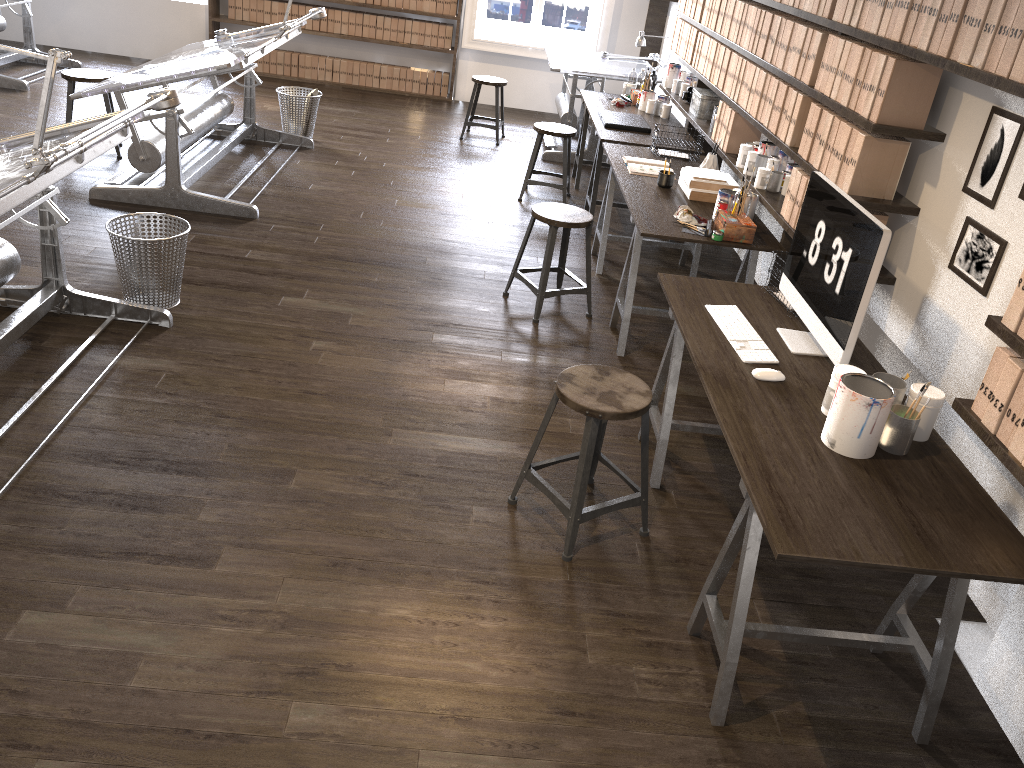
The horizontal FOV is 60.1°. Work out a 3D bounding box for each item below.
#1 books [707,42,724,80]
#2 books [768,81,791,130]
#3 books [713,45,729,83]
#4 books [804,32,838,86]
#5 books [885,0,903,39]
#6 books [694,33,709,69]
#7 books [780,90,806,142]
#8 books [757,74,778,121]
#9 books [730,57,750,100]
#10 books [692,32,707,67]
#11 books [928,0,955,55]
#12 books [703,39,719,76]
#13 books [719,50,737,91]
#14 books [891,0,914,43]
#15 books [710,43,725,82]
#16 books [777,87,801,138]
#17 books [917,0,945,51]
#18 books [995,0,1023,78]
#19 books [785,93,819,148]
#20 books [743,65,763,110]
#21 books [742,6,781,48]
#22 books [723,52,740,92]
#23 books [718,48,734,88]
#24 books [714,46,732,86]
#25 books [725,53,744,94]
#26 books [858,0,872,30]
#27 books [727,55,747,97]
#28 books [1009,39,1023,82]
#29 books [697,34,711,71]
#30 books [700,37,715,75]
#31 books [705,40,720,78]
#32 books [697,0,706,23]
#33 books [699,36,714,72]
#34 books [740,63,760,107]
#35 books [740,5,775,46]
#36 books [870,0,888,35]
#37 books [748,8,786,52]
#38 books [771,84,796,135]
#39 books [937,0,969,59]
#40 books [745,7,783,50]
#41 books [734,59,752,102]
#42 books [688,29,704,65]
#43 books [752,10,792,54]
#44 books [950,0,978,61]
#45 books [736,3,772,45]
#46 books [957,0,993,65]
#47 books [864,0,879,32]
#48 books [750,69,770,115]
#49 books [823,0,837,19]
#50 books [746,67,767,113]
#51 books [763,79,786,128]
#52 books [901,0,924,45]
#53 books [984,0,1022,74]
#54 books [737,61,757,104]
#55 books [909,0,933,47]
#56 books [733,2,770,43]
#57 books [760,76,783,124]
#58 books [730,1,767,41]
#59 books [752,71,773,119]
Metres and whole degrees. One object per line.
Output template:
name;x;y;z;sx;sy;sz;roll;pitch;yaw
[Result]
books;1.313;-1.976;5.447;0.174;0.221;0.068;7;26;-4
books;1.332;-1.303;4.191;0.174;0.221;0.068;7;26;-4
books;1.320;-1.908;5.323;0.174;0.221;0.068;7;26;-4
books;1.364;-1.370;3.772;0.174;0.221;0.068;7;26;-4
books;1.412;-1.291;3.043;0.174;0.221;0.068;7;26;-4
books;1.313;-2.174;5.818;0.174;0.221;0.068;7;26;-4
books;1.329;-1.195;3.988;0.174;0.221;0.068;7;26;-4
books;1.329;-1.405;4.383;0.174;0.221;0.068;7;26;-4
books;1.319;-1.672;4.879;0.174;0.221;0.068;7;26;-4
books;1.309;-2.209;5.883;0.174;0.221;0.068;7;26;-4
books;1.417;-1.123;2.731;0.174;0.221;0.068;7;26;-4
books;1.315;-2.038;5.564;0.174;0.221;0.068;7;26;-4
books;1.317;-1.804;5.127;0.174;0.221;0.068;7;26;-4
books;1.408;-1.259;2.983;0.174;0.221;0.068;7;26;-4
books;1.320;-1.943;5.386;0.174;0.221;0.068;7;26;-4
books;1.333;-1.231;4.057;0.174;0.221;0.068;7;26;-4
books;1.411;-1.158;2.795;0.174;0.221;0.068;7;26;-4
books;1.419;-0.918;2.347;0.174;0.221;0.068;7;26;-4
books;1.331;-1.157;3.918;0.174;0.221;0.068;7;26;-4
books;1.322;-1.536;4.625;0.174;0.221;0.068;7;26;-4
books;1.357;-1.906;4.776;0.174;0.221;0.068;7;26;-4
books;1.323;-1.768;5.061;0.174;0.221;0.068;7;26;-4
books;1.322;-1.840;5.195;0.174;0.221;0.068;7;26;-4
books;1.317;-1.875;5.259;0.174;0.221;0.068;7;26;-4
books;1.322;-1.737;5.001;0.174;0.221;0.068;7;26;-4
books;1.412;-1.423;3.292;0.174;0.221;0.068;7;26;-4
books;1.318;-1.707;4.944;0.174;0.221;0.068;7;26;-4
books;1.419;-0.882;2.279;0.174;0.221;0.068;7;26;-4
books;1.317;-2.140;5.755;0.174;0.221;0.068;7;26;-4
books;1.313;-2.073;5.629;0.174;0.221;0.068;7;26;-4
books;1.317;-2.007;5.507;0.174;0.221;0.068;7;26;-4
books;1.344;-2.507;5.883;0.174;0.221;0.068;7;26;-4
books;1.316;-2.106;5.692;0.174;0.221;0.068;7;26;-4
books;1.326;-1.569;4.689;0.174;0.221;0.068;7;26;-4
books;1.360;-1.940;4.839;0.174;0.221;0.068;7;26;-4
books;1.407;-1.356;3.165;0.174;0.221;0.068;7;26;-4
books;1.355;-1.837;4.645;0.174;0.221;0.068;7;26;-4
books;1.327;-1.267;4.123;0.174;0.221;0.068;7;26;-4
books;1.412;-1.088;2.663;0.174;0.221;0.068;7;26;-4
books;1.354;-1.872;4.711;0.174;0.221;0.068;7;26;-4
books;1.323;-1.637;4.814;0.174;0.221;0.068;7;26;-4
books;1.309;-2.273;6.003;0.174;0.221;0.068;7;26;-4
books;1.360;-1.806;4.589;0.174;0.221;0.068;7;26;-4
books;1.418;-1.051;2.597;0.174;0.221;0.068;7;26;-4
books;1.358;-1.973;4.902;0.174;0.221;0.068;7;26;-4
books;1.412;-1.020;2.537;0.174;0.221;0.068;7;26;-4
books;1.410;-1.390;3.229;0.174;0.221;0.068;7;26;-4
books;1.327;-1.470;4.503;0.174;0.221;0.068;7;26;-4
books;1.405;-1.611;3.656;0.174;0.221;0.068;7;26;-4
books;1.325;-1.500;4.560;0.174;0.221;0.068;7;26;-4
books;1.327;-1.337;4.255;0.174;0.221;0.068;7;26;-4
books;1.414;-1.226;2.923;0.174;0.221;0.068;7;26;-4
books;1.420;-0.951;2.410;0.174;0.221;0.068;7;26;-4
books;1.327;-1.603;4.752;0.174;0.221;0.068;7;26;-4
books;1.415;-1.192;2.859;0.174;0.221;0.068;7;26;-4
books;1.353;-2.008;4.965;0.174;0.221;0.068;7;26;-4
books;1.330;-1.371;4.319;0.174;0.221;0.068;7;26;-4
books;1.354;-2.042;5.030;0.174;0.221;0.068;7;26;-4
books;1.323;-1.438;4.443;0.174;0.221;0.068;7;26;-4
